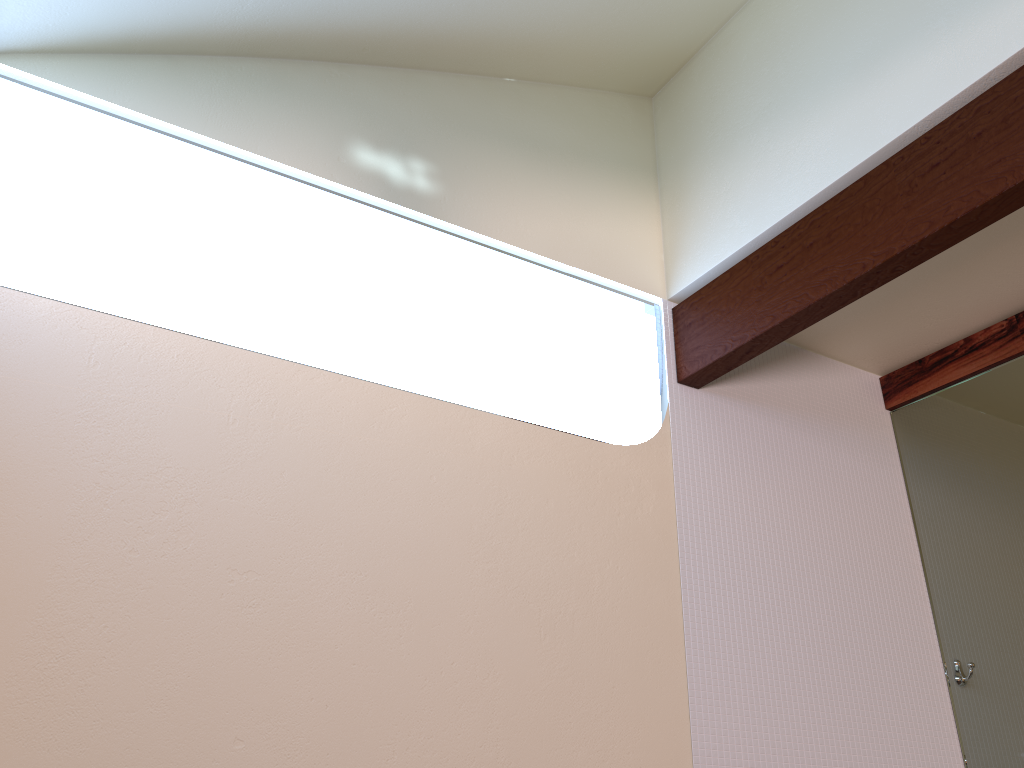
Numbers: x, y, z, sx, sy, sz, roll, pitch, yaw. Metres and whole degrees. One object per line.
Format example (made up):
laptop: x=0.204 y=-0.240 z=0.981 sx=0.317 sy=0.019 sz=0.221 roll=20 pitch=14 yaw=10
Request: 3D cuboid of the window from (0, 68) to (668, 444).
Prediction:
window: x=0.429 y=-1.007 z=1.047 sx=2.116 sy=0.665 sz=3.561 roll=17 pitch=-32 yaw=-25
